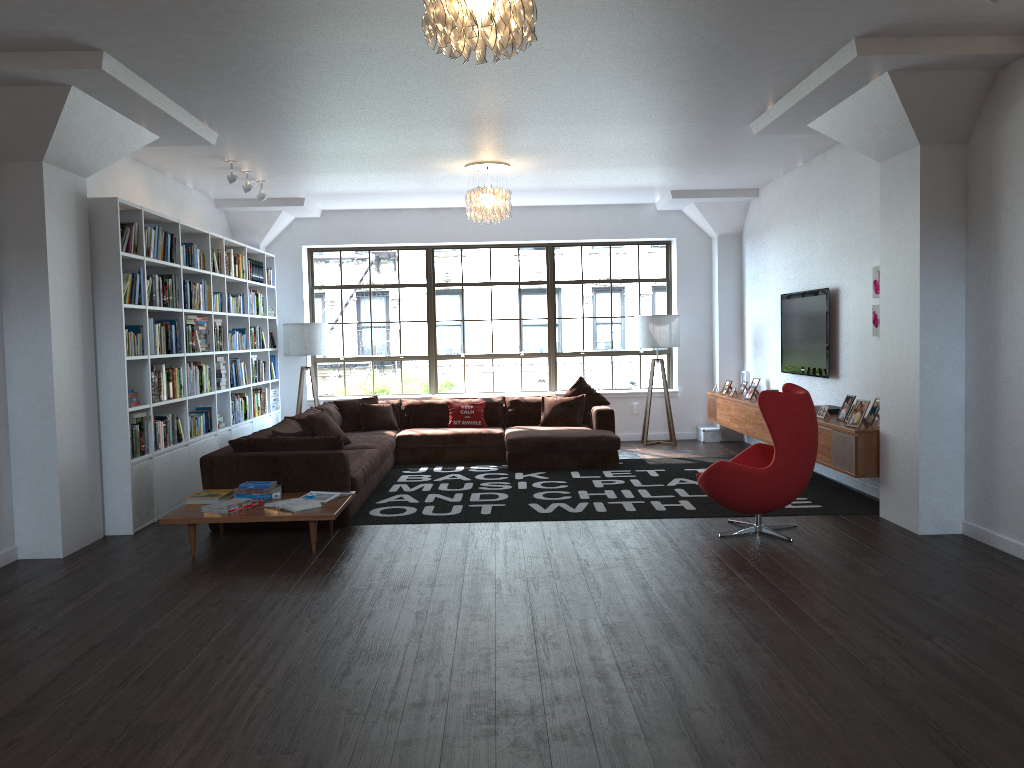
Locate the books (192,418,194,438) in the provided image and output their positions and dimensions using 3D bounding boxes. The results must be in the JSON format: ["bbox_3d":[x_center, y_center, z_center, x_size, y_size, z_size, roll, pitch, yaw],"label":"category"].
[{"bbox_3d":[-2.886,0.388,7.846,0.128,0.178,0.021,-1,3,-1],"label":"books"}]

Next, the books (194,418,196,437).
[{"bbox_3d":[-2.884,0.388,7.918,0.109,0.171,0.018,-1,3,-1],"label":"books"}]

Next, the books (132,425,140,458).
[{"bbox_3d":[-2.861,0.426,6.579,0.174,0.240,0.054,-1,3,-1],"label":"books"}]

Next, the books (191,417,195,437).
[{"bbox_3d":[-2.894,0.384,7.872,0.134,0.184,0.030,-1,3,-1],"label":"books"}]

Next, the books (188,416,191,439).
[{"bbox_3d":[-2.889,0.383,7.770,0.136,0.196,0.045,-1,3,-1],"label":"books"}]

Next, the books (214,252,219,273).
[{"bbox_3d":[-2.935,-1.166,8.568,0.161,0.207,0.130,-1,3,-2],"label":"books"}]

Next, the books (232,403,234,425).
[{"bbox_3d":[-2.908,0.303,9.008,0.161,0.223,0.026,-1,3,-2],"label":"books"}]

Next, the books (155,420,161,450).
[{"bbox_3d":[-2.881,0.407,7.020,0.176,0.231,0.053,-1,3,-1],"label":"books"}]

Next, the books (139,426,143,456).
[{"bbox_3d":[-2.858,0.431,6.655,0.161,0.223,0.032,-1,3,-1],"label":"books"}]

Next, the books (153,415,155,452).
[{"bbox_3d":[-2.887,0.387,6.904,0.198,0.284,0.049,-1,3,-1],"label":"books"}]

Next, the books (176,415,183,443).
[{"bbox_3d":[-2.886,0.381,7.460,0.174,0.236,0.142,-1,3,-2],"label":"books"}]

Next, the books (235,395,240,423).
[{"bbox_3d":[-2.917,0.259,9.200,0.176,0.290,0.053,-1,3,-2],"label":"books"}]

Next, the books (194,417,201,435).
[{"bbox_3d":[-2.877,0.384,8.024,0.107,0.167,0.017,-1,3,-1],"label":"books"}]

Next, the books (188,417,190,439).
[{"bbox_3d":[-2.885,0.388,7.729,0.139,0.191,0.036,-1,3,-1],"label":"books"}]

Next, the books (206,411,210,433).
[{"bbox_3d":[-2.895,0.353,8.271,0.146,0.202,0.027,-1,3,-1],"label":"books"}]

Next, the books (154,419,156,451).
[{"bbox_3d":[-2.879,0.401,6.945,0.160,0.251,0.031,-1,3,-1],"label":"books"}]

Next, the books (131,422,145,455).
[{"bbox_3d":[-2.874,0.414,6.690,0.183,0.253,0.042,-1,3,-1],"label":"books"}]

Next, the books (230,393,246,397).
[{"bbox_3d":[-2.925,0.244,9.472,0.176,0.290,0.036,-1,3,-2],"label":"books"}]

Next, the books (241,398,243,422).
[{"bbox_3d":[-2.913,0.273,9.278,0.183,0.253,0.034,-1,3,-2],"label":"books"}]

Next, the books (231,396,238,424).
[{"bbox_3d":[-2.922,0.268,9.090,0.198,0.284,0.066,-1,3,-2],"label":"books"}]

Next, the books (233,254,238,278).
[{"bbox_3d":[-2.955,-1.224,9.253,0.171,0.246,0.057,-1,3,-1],"label":"books"}]

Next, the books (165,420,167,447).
[{"bbox_3d":[-2.881,0.403,7.169,0.161,0.223,0.033,-1,3,-1],"label":"books"}]

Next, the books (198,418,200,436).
[{"bbox_3d":[-2.876,0.388,8.000,0.106,0.162,0.032,-1,3,-1],"label":"books"}]

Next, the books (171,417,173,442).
[{"bbox_3d":[-2.899,0.391,7.328,0.168,0.231,0.045,-1,3,-1],"label":"books"}]

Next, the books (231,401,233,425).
[{"bbox_3d":[-2.918,0.297,8.972,0.174,0.240,0.045,-1,3,-2],"label":"books"}]

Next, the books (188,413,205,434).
[{"bbox_3d":[-2.891,0.366,8.129,0.139,0.191,0.036,-1,3,-1],"label":"books"}]

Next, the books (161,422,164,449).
[{"bbox_3d":[-2.871,0.415,7.096,0.161,0.223,0.030,-1,3,-2],"label":"books"}]

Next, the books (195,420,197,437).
[{"bbox_3d":[-2.879,0.396,7.936,0.110,0.153,0.019,-1,3,-1],"label":"books"}]

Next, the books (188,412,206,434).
[{"bbox_3d":[-2.897,0.359,8.161,0.146,0.202,0.027,-1,3,-1],"label":"books"}]

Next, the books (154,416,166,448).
[{"bbox_3d":[-2.883,0.388,7.131,0.183,0.253,0.042,-1,3,-1],"label":"books"}]

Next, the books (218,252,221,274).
[{"bbox_3d":[-2.939,-1.181,8.678,0.161,0.223,0.032,-1,3,-1],"label":"books"}]

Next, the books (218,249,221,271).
[{"bbox_3d":[-2.946,-1.196,8.713,0.160,0.251,0.039,-1,3,-1],"label":"books"}]

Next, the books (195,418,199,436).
[{"bbox_3d":[-2.882,0.387,7.973,0.120,0.167,0.020,-1,3,-1],"label":"books"}]

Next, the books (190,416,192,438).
[{"bbox_3d":[-2.891,0.380,7.803,0.127,0.200,0.020,-1,3,-1],"label":"books"}]

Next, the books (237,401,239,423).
[{"bbox_3d":[-2.906,0.294,9.163,0.161,0.223,0.026,-1,3,-2],"label":"books"}]

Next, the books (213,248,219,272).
[{"bbox_3d":[-2.948,-1.192,8.647,0.160,0.251,0.031,-1,3,-1],"label":"books"}]

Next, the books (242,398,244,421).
[{"bbox_3d":[-2.917,0.274,9.323,0.171,0.246,0.057,-1,3,-2],"label":"books"}]

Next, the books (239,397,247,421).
[{"bbox_3d":[-2.914,0.264,9.439,0.183,0.253,0.034,-1,3,-2],"label":"books"}]

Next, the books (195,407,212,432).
[{"bbox_3d":[-2.901,0.334,8.354,0.140,0.231,0.042,-1,3,-1],"label":"books"}]

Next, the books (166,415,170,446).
[{"bbox_3d":[-2.884,0.385,7.244,0.160,0.251,0.039,-1,3,-1],"label":"books"}]

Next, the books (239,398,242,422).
[{"bbox_3d":[-2.916,0.275,9.244,0.183,0.253,0.034,-1,3,-2],"label":"books"}]

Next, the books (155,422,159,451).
[{"bbox_3d":[-2.870,0.413,6.977,0.161,0.223,0.032,-1,3,-1],"label":"books"}]

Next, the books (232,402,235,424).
[{"bbox_3d":[-2.920,0.298,9.039,0.168,0.231,0.037,-1,3,-2],"label":"books"}]

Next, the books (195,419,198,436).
[{"bbox_3d":[-2.880,0.395,7.954,0.110,0.153,0.018,-1,3,-1],"label":"books"}]

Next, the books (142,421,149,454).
[{"bbox_3d":[-2.875,0.410,6.773,0.180,0.251,0.048,-1,3,-1],"label":"books"}]

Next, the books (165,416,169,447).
[{"bbox_3d":[-2.880,0.389,7.205,0.171,0.246,0.039,-1,3,-1],"label":"books"}]

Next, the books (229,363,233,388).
[{"bbox_3d":[-2.916,-0.087,8.929,0.182,0.255,0.077,-1,3,-1],"label":"books"}]

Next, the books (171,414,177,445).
[{"bbox_3d":[-2.883,0.377,7.370,0.183,0.253,0.042,-1,3,-1],"label":"books"}]

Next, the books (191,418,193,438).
[{"bbox_3d":[-2.884,0.389,7.825,0.128,0.178,0.022,-1,3,-1],"label":"books"}]

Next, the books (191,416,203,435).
[{"bbox_3d":[-2.887,0.379,8.074,0.126,0.173,0.032,-1,3,-1],"label":"books"}]

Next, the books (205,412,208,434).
[{"bbox_3d":[-2.889,0.358,8.189,0.146,0.202,0.027,-1,3,-1],"label":"books"}]

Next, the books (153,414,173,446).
[{"bbox_3d":[-2.887,0.379,7.283,0.180,0.259,0.042,-1,3,-1],"label":"books"}]

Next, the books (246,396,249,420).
[{"bbox_3d":[-2.924,0.257,9.521,0.180,0.259,0.060,-1,3,-2],"label":"books"}]

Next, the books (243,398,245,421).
[{"bbox_3d":[-2.924,0.273,9.400,0.174,0.240,0.045,-1,3,-2],"label":"books"}]

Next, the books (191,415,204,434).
[{"bbox_3d":[-2.887,0.374,8.101,0.128,0.178,0.021,-1,3,-1],"label":"books"}]

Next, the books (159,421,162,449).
[{"bbox_3d":[-2.875,0.408,7.064,0.161,0.223,0.033,-1,3,-1],"label":"books"}]

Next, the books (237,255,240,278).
[{"bbox_3d":[-2.959,-1.232,9.335,0.183,0.253,0.034,-1,3,-1],"label":"books"}]

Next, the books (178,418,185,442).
[{"bbox_3d":[-2.879,0.392,7.518,0.161,0.207,0.135,-1,3,-2],"label":"books"}]
